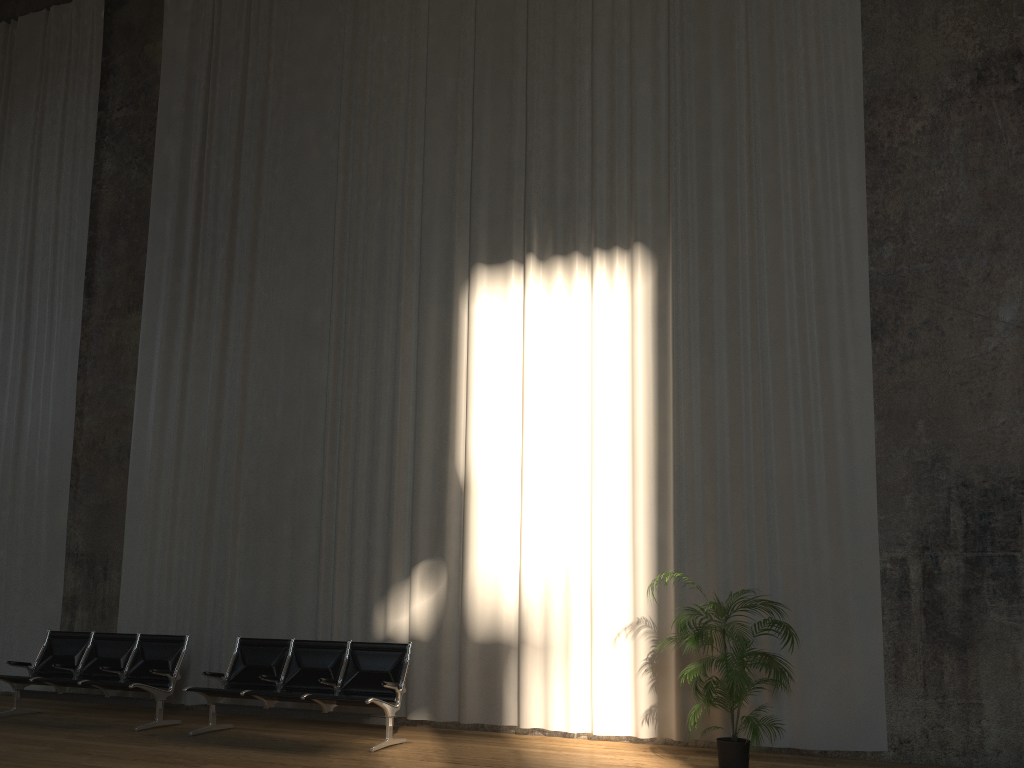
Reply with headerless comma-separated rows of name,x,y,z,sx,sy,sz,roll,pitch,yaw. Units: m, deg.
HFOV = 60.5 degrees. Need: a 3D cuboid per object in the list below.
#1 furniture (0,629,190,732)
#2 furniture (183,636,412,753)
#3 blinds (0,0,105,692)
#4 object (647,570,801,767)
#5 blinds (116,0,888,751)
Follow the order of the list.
furniture,-4.064,2.788,8.372,1.872,0.827,0.722,-4,-11,21
furniture,-1.839,2.608,7.504,1.872,0.827,0.722,-4,-11,21
blinds,-8.732,-0.417,11.819,7.840,8.491,0.279,-3,-8,22
object,1.582,2.132,6.587,1.129,1.429,1.114,-1,-10,12
blinds,-0.678,-1.068,8.675,7.840,8.491,0.279,-3,-8,22
